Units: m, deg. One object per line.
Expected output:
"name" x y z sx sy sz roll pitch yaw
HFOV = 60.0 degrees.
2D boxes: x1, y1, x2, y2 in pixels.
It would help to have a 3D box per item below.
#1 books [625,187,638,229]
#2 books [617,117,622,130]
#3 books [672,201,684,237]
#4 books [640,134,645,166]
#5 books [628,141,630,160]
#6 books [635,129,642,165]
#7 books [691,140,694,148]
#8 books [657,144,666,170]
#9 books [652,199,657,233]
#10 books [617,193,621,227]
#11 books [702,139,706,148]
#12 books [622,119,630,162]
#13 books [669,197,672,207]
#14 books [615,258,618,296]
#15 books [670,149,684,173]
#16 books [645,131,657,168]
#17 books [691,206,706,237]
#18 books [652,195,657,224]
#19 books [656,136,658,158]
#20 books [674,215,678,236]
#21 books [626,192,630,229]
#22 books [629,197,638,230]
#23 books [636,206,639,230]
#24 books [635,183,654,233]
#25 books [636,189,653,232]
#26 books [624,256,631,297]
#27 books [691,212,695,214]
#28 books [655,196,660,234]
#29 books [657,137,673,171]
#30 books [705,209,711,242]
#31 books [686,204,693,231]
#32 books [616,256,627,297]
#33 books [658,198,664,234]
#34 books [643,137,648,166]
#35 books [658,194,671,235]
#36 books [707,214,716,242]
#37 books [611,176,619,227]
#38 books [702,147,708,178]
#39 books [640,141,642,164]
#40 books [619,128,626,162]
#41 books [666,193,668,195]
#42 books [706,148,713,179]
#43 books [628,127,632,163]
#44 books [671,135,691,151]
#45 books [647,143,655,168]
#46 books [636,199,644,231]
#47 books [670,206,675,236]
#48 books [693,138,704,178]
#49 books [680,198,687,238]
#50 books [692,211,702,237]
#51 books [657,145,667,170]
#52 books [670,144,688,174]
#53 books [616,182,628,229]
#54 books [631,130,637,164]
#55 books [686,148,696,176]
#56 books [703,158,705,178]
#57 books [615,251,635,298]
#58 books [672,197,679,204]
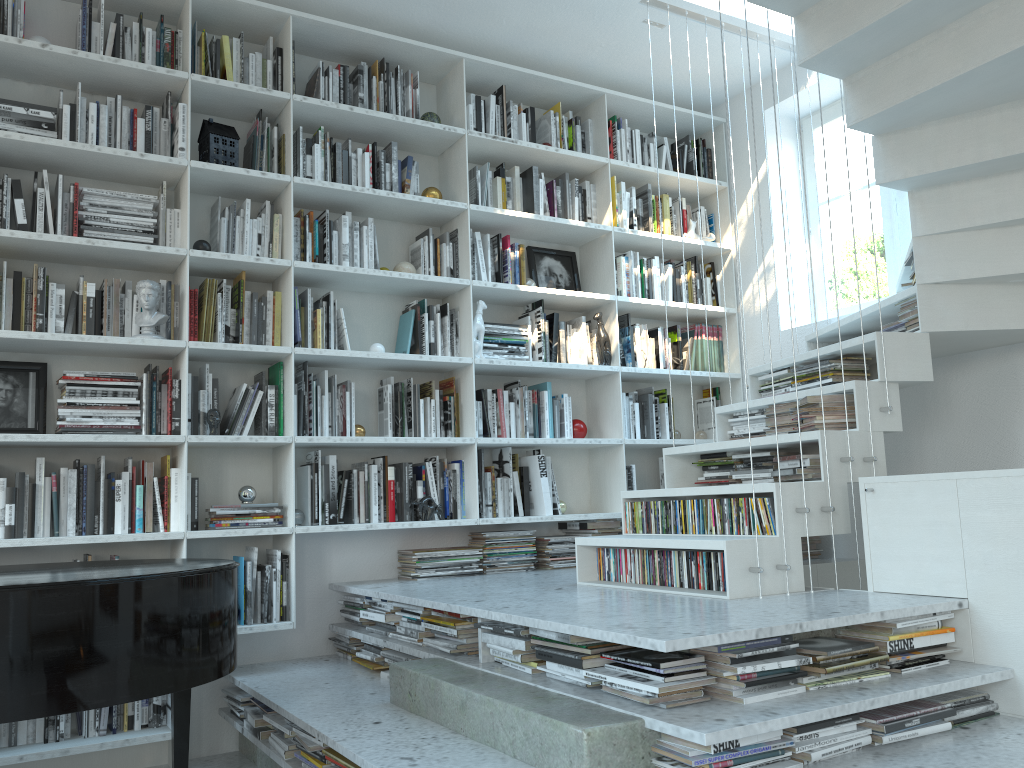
"books" 0.619 -0.921 4.823 0.023 0.263 0.158 2 -8 -30
"books" 0.571 -1.303 4.948 0.012 0.326 0.151 2 -8 -30
"books" 0.918 -0.896 5.069 0.022 0.260 0.160 2 -8 -30
"books" 0.689 -1.261 5.010 0.027 0.249 0.155 2 -8 -30
"books" 0.597 -1.271 4.950 0.014 0.260 0.168 2 -8 -30
"books" 0.659 -1.270 4.984 0.029 0.264 0.179 2 -8 -30
"books" 1.023 -1.267 5.208 0.012 0.291 0.140 2 -8 -30
"books" 0.838 -1.246 5.103 0.010 0.235 0.131 2 -8 -30
"books" 0.731 -0.888 4.880 0.014 0.206 0.184 2 -9 -30
"books" 0.521 -0.898 4.748 0.024 0.205 0.166 2 -9 -30
"books" 1.108 -1.276 5.265 0.014 0.318 0.144 2 -8 -30
"books" 0.589 -1.295 4.940 0.012 0.305 0.184 2 -8 -30
"books" 0.858 -0.906 5.059 0.024 0.281 0.153 2 -8 -30
"books" 0.515 -0.543 4.803 0.026 0.249 0.161 2 -8 -30
"books" 0.922 -1.226 5.115 0.024 0.193 0.186 2 -9 -30
"books" 0.768 -1.274 5.060 0.012 0.284 0.159 2 -8 -30
"books" 1.063 -0.886 5.169 0.029 0.258 0.163 2 -8 -30
"books" 0.743 -0.904 4.896 0.022 0.242 0.145 2 -8 -30
"books" 0.782 -1.264 5.061 0.015 0.263 0.143 2 -8 -30
"books" 0.886 -0.856 5.067 0.034 0.182 0.156 2 -9 -30
"books" 0.573 -0.904 4.783 0.049 0.223 0.161 2 -9 -30
"books" 0.608 -0.889 4.794 0.024 0.193 0.190 2 -9 -30
"books" 0.626 -0.882 4.869 0.038 0.198 0.170 2 -9 -30
"books" 0.716 -0.934 4.873 0.022 0.296 0.152 2 -8 -30
"books" 0.700 -0.914 4.855 0.023 0.253 0.189 2 -9 -30
"books" 0.576 -0.546 4.819 0.026 0.256 0.173 2 -8 -30
"books" 1.034 -0.870 5.167 0.023 0.227 0.131 2 -8 -30
"books" 0.758 -0.901 4.904 0.012 0.237 0.166 2 -8 -30
"books" 0.868 -1.266 5.119 0.069 0.277 0.132 2 -8 -30
"books" 1.093 -0.879 5.185 0.040 0.246 0.160 2 -8 -30
"books" 0.985 -0.889 5.115 0.070 0.254 0.154 2 -8 -30
"books" 0.551 -0.545 4.791 0.023 0.247 0.182 2 -9 -30
"books" 0.774 -0.895 4.901 0.013 0.222 0.174 2 -9 -30
"books" 0.716 -1.254 5.015 0.025 0.236 0.144 2 -8 -30
"books" 0.786 -0.900 4.935 0.042 0.241 0.248 2 -9 -30
"books" 1.125 -0.866 5.181 0.011 0.216 0.170 2 -9 -30
"books" 0.505 -0.943 4.744 0.010 0.294 0.183 2 -8 -30
"books" 1.085 -1.244 5.225 0.014 0.247 0.185 2 -9 -30
"books" 0.678 -1.256 4.991 0.011 0.236 0.148 2 -8 -30
"books" 0.566 -1.265 4.920 0.023 0.243 0.183 2 -9 -30
"books" 0.838 -0.915 5.034 0.010 0.295 0.165 2 -8 -30
"books" 1.108 -1.240 5.224 0.025 0.237 0.187 2 -9 -30
"books" 0.614 -1.277 4.963 0.027 0.275 0.148 2 -8 -30
"books" 0.995 -1.279 5.188 0.014 0.313 0.162 2 -8 -30
"books" 0.749 -1.238 5.036 0.026 0.207 0.163 2 -9 -30
"books" 0.670 -0.891 4.857 0.025 0.211 0.135 2 -8 -30
"books" 0.856 -0.876 5.023 0.013 0.212 0.187 2 -9 -30
"books" 1.050 -1.268 5.188 0.014 0.286 0.190 2 -8 -30
"books" 0.942 -0.906 5.097 0.023 0.286 0.163 2 -8 -30
"books" 1.027 -0.867 5.134 0.023 0.213 0.181 2 -9 -30
"books" 0.816 -1.237 5.073 0.057 0.211 0.163 2 -9 -30
"books" 0.952 -1.249 5.155 0.068 0.247 0.160 2 -8 -30
"books" 0.545 -0.927 4.757 0.026 0.263 0.189 2 -9 -30
"books" 0.637 -1.269 4.970 0.022 0.258 0.163 2 -8 -30
"books" 0.997 -1.235 5.157 0.012 0.216 0.192 2 -9 -30
"books" 1.066 -1.214 5.206 0.036 0.182 0.161 2 -9 -30
"books" 0.600 -0.562 4.819 0.014 0.285 0.185 2 -8 -30
"books" 0.921 -0.909 5.098 0.011 0.294 0.151 2 -8 -30
